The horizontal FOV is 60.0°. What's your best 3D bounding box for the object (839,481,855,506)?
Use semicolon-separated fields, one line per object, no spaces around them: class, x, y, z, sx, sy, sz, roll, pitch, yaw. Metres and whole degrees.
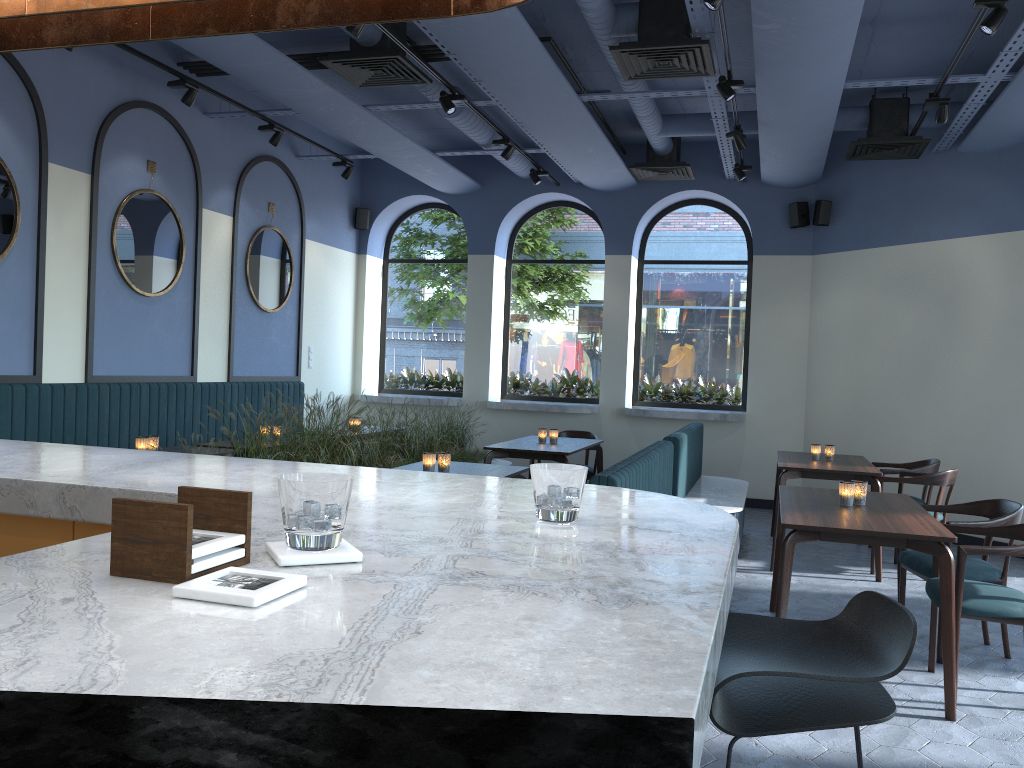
object;1.702;0.557;4.511;0.078;0.120;0.078;2;1;-1

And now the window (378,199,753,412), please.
window;2.908;-0.785;5.394;3.897;2.394;14.212;2;1;-23

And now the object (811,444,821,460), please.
object;2.407;0.539;7.026;0.078;0.120;0.078;3;1;33

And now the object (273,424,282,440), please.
object;-1.814;0.375;6.865;0.078;0.120;0.078;2;1;-1

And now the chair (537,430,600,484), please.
chair;0.568;0.858;8.558;0.618;0.793;0.525;3;1;16

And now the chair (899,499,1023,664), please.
chair;2.359;1.000;4.665;0.525;0.793;0.618;2;1;3

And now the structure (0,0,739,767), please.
structure;-1.463;-0.587;0.827;3.220;3.800;3.653;3;1;16

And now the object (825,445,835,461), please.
object;2.512;0.543;7.013;0.078;0.120;0.078;3;1;33

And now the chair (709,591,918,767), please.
chair;2.113;0.969;1.448;3.651;0.949;6.322;3;1;15

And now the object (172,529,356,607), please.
object;-0.361;0.229;1.205;0.249;0.042;0.339;3;1;17

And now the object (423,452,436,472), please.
object;-0.482;0.459;5.153;0.078;0.120;0.078;2;1;-1

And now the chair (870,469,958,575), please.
chair;2.936;0.990;6.465;0.525;0.793;0.618;3;1;40

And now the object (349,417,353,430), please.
object;-1.471;0.364;8.198;0.078;0.120;0.078;2;1;-1

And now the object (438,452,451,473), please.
object;-0.399;0.461;5.204;0.078;0.120;0.078;2;1;-1

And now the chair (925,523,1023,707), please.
chair;2.153;1.005;3.971;0.525;0.793;0.618;3;1;16

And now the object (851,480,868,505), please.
object;1.785;0.559;4.562;0.078;0.120;0.078;2;1;-1

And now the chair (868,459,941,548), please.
chair;3.130;0.986;7.123;0.525;0.793;0.618;3;1;16

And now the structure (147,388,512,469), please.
structure;-1.057;0.620;6.633;1.143;1.207;4.878;3;1;18

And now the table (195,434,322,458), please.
table;-1.860;0.811;6.843;0.548;0.755;1.332;3;1;16

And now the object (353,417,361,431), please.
object;-1.420;0.368;8.115;0.078;0.120;0.078;2;1;-1

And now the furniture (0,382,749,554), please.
furniture;-0.732;0.664;6.537;4.703;1.150;4.800;3;1;16

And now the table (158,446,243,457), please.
table;-2.249;0.820;5.520;0.548;0.755;1.285;3;1;16

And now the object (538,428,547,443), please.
object;0.263;0.443;7.625;0.078;0.120;0.078;3;1;33

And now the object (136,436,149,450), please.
object;-2.262;0.384;5.423;0.078;0.120;0.078;3;1;33

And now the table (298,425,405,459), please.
table;-1.465;0.802;8.185;0.548;0.755;1.332;3;1;16

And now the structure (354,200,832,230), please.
structure;-0.343;-1.792;4.123;7.261;0.268;13.143;2;1;0

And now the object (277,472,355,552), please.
object;-0.286;0.186;1.287;0.111;0.102;0.111;2;1;-12

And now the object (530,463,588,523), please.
object;0.087;0.207;1.678;0.111;0.102;0.111;2;1;-12

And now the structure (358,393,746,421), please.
structure;2.663;0.435;5.314;4.315;0.080;14.155;2;1;-22

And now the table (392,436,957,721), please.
table;0.988;0.984;3.520;3.997;0.755;9.778;2;1;0

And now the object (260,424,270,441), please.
object;-1.897;0.373;6.814;0.078;0.120;0.078;2;1;-1

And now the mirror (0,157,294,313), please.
mirror;-2.896;-1.247;7.163;0.026;1.089;4.357;3;1;16

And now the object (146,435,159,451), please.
object;-2.239;0.383;5.518;0.078;0.120;0.078;3;1;33

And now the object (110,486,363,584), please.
object;-0.375;0.199;1.234;0.342;0.099;0.171;1;1;-40

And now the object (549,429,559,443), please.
object;0.358;0.448;7.602;0.078;0.120;0.078;3;1;33
